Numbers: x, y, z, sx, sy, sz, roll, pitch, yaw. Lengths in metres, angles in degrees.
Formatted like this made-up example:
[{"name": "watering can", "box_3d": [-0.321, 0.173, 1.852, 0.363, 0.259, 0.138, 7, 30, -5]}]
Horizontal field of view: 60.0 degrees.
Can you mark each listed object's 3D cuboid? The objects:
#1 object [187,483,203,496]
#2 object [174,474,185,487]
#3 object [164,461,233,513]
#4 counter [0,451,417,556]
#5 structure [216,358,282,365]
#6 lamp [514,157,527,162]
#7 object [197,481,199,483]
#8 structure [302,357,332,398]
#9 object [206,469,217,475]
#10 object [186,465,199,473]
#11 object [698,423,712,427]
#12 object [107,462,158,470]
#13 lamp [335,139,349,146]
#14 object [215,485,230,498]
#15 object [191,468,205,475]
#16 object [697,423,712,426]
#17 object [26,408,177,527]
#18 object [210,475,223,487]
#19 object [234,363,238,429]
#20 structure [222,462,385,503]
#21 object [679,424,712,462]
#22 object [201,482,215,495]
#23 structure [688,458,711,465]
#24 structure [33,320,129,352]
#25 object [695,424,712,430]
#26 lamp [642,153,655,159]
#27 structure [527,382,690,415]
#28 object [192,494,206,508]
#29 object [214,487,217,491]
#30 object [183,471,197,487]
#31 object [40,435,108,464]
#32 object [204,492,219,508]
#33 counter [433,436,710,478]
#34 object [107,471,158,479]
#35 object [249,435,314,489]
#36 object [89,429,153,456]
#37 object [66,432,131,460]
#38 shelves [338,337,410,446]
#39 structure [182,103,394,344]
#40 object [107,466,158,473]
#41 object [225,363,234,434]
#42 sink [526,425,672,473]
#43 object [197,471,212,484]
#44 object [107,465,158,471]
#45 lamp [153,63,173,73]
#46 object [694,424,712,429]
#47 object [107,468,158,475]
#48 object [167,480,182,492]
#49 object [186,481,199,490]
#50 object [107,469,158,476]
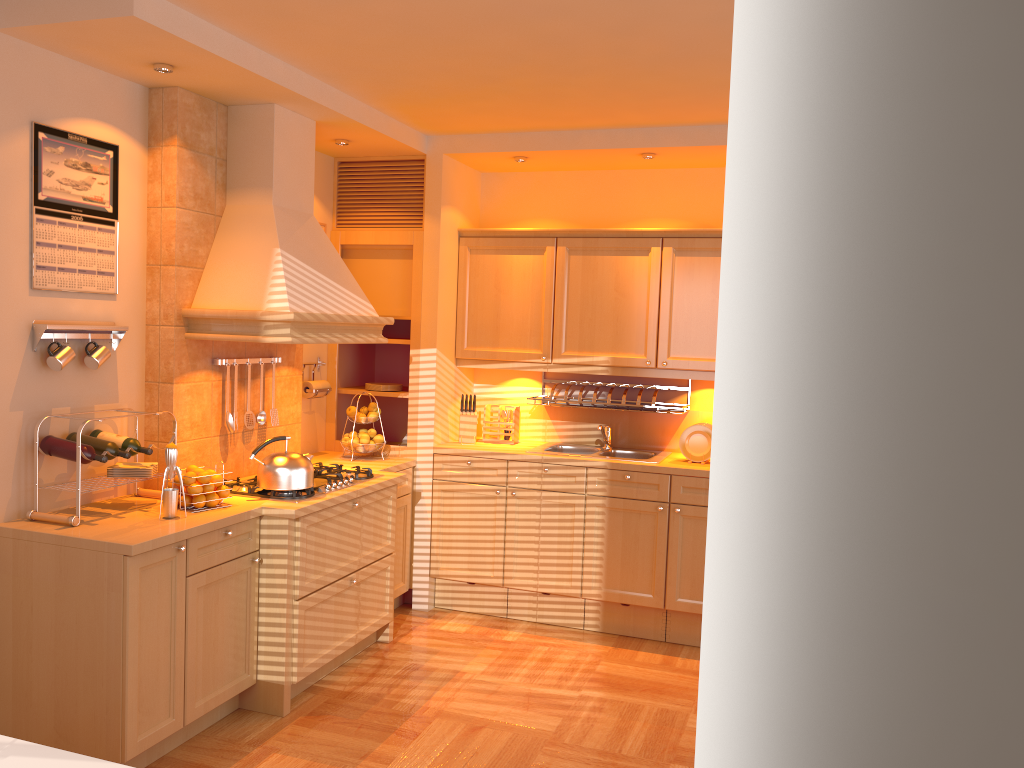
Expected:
[{"name": "object", "box_3d": [-1.252, 0.418, 3.503, 0.053, 0.051, 0.063, 5, 5, 38]}, {"name": "object", "box_3d": [-1.321, 0.386, 3.544, 0.063, 0.051, 0.053, 4, 4, 24]}, {"name": "object", "box_3d": [-1.270, 0.408, 3.593, 0.189, 0.174, 0.207, 5, 4, 34]}, {"name": "counter", "box_3d": [-1.117, 0.489, 4.087, 0.770, 0.038, 2.250, 3, 4, 19]}, {"name": "structure", "box_3d": [-1.246, -0.110, 4.231, 0.009, 0.024, 0.506, 3, 4, 19]}, {"name": "lamp", "box_3d": [0.048, -1.257, 4.969, 0.070, 0.021, 0.070, 1, 4, -20]}, {"name": "object", "box_3d": [-1.302, 0.394, 3.608, 0.061, 0.051, 0.055, 0, 4, -27]}, {"name": "structure", "box_3d": [-1.116, -0.034, 4.991, 0.126, 0.220, 0.320, 3, 4, 19]}, {"name": "object", "box_3d": [-1.243, 0.377, 3.648, 0.063, 0.053, 0.051, 2, 4, -8]}, {"name": "object", "box_3d": [-1.309, 0.362, 3.644, 0.059, 0.060, 0.050, 1, 4, -21]}, {"name": "object", "box_3d": [1.037, 0.317, 4.868, 0.205, 0.200, 0.049, 4, 4, 21]}, {"name": "object", "box_3d": [-1.520, 0.332, 3.559, 0.172, 0.011, 0.163, 1, 4, -12]}, {"name": "lamp", "box_3d": [-0.898, -1.276, 4.686, 0.070, 0.021, 0.070, 2, 4, 2]}, {"name": "object", "box_3d": [-1.180, 0.440, 3.618, 0.052, 0.054, 0.061, -1, 5, -44]}, {"name": "object", "box_3d": [-1.265, 0.366, 3.581, 0.063, 0.053, 0.051, 1, 4, -20]}, {"name": "object", "box_3d": [1.048, 0.315, 4.894, 0.205, 0.200, 0.049, 4, 4, 21]}, {"name": "object", "box_3d": [-1.566, 0.303, 3.450, 0.221, 0.379, 0.572, 3, 4, 19]}, {"name": "object", "box_3d": [-1.203, 0.393, 3.607, 0.053, 0.052, 0.061, 2, 4, -8]}, {"name": "object", "box_3d": [-1.283, 0.060, 4.122, 0.006, 0.319, 0.028, 3, 4, 19]}, {"name": "structure", "box_3d": [-1.003, 0.446, 4.178, 0.494, 0.051, 0.797, 3, 4, 19]}, {"name": "object", "box_3d": [1.006, 0.320, 4.790, 0.205, 0.200, 0.049, 4, 4, 21]}, {"name": "object", "box_3d": [-1.224, 0.417, 3.558, 0.062, 0.053, 0.052, 5, 5, 41]}, {"name": "structure", "box_3d": [1.024, 0.419, 4.843, 0.084, 0.010, 0.219, 4, 4, 22]}, {"name": "structure", "box_3d": [-1.667, -0.185, 3.446, 0.069, 0.118, 0.405, 3, 4, 19]}, {"name": "object", "box_3d": [1.016, 0.319, 4.816, 0.205, 0.200, 0.049, 4, 4, 21]}, {"name": "lamp", "box_3d": [0.729, -1.217, 4.739, 0.070, 0.021, 0.070, 0, 4, -32]}, {"name": "structure", "box_3d": [0.561, 0.074, 5.154, 0.900, 0.126, 0.300, 3, 4, 19]}, {"name": "object", "box_3d": [-1.243, 0.464, 3.523, 0.052, 0.057, 0.060, 1, 4, -19]}, {"name": "object", "box_3d": [-1.239, 0.428, 3.654, 0.051, 0.055, 0.061, -1, 5, -42]}, {"name": "object", "box_3d": [-1.276, 0.377, 3.514, 0.057, 0.060, 0.052, 0, 4, -33]}, {"name": "object", "box_3d": [-1.614, 0.246, 3.281, 0.282, 0.095, 0.076, 3, 4, 19]}, {"name": "object", "box_3d": [-1.219, 0.467, 3.579, 0.074, 0.063, 0.064, 2, 4, -1]}, {"name": "counter", "box_3d": [0.500, 0.411, 5.033, 1.800, 0.038, 0.600, 3, 4, 19]}, {"name": "object", "box_3d": [-1.521, 0.365, 3.561, 0.172, 0.011, 0.163, 1, 4, -12]}, {"name": "object", "box_3d": [-0.989, 0.332, 3.874, 0.242, 0.215, 0.251, 3, 4, 6]}, {"name": "object", "box_3d": [-1.538, 0.235, 3.499, 0.282, 0.095, 0.076, 3, 4, 19]}, {"name": "object", "box_3d": [-1.576, 0.240, 3.390, 0.282, 0.095, 0.076, 3, 4, 19]}, {"name": "shelves", "box_3d": [-0.715, 0.073, 5.447, 0.600, 0.702, 0.582, 3, 4, 19]}, {"name": "structure", "box_3d": [0.592, -0.630, 4.317, 4.091, 1.148, 1.061, 2, 4, -7]}, {"name": "object", "box_3d": [-1.520, 0.345, 3.560, 0.172, 0.011, 0.163, 1, 4, -12]}, {"name": "object", "box_3d": [-1.292, 0.066, 4.063, 0.028, 0.323, 0.055, 3, 4, 19]}, {"name": "sink", "box_3d": [0.499, 0.398, 5.030, 0.746, 0.336, 0.465, 3, 4, 19]}, {"name": "object", "box_3d": [-1.227, 0.373, 3.535, 0.053, 0.051, 0.063, 4, 4, 26]}, {"name": "object", "box_3d": [-1.520, 0.339, 3.559, 0.172, 0.011, 0.163, 1, 4, -12]}, {"name": "lamp", "box_3d": [-1.341, -1.212, 3.410, 0.070, 0.021, 0.070, 2, 4, 2]}, {"name": "object", "box_3d": [1.027, 0.318, 4.842, 0.205, 0.200, 0.049, 4, 4, 21]}, {"name": "object", "box_3d": [-1.520, 0.352, 3.560, 0.172, 0.011, 0.163, 1, 4, -12]}, {"name": "object", "box_3d": [-1.356, 0.411, 3.570, 0.060, 0.055, 0.053, 4, 4, 22]}, {"name": "object", "box_3d": [-1.280, 0.412, 3.553, 0.051, 0.053, 0.064, 1, 4, -18]}, {"name": "object", "box_3d": [-1.521, 0.358, 3.560, 0.172, 0.011, 0.163, 1, 4, -12]}]
